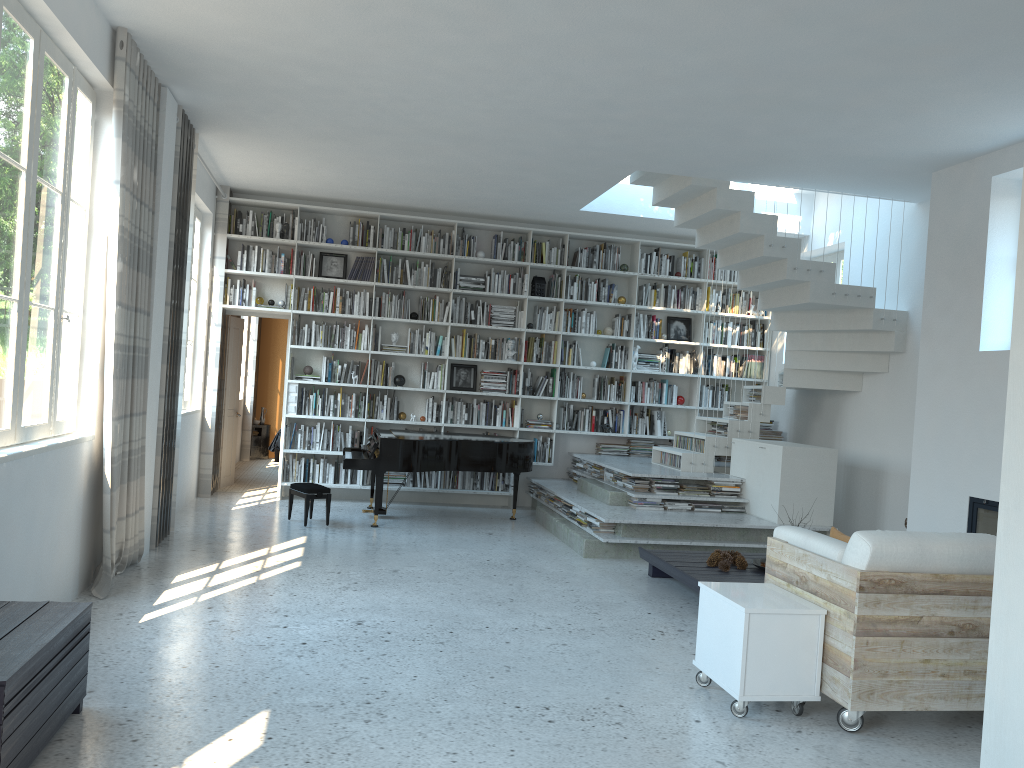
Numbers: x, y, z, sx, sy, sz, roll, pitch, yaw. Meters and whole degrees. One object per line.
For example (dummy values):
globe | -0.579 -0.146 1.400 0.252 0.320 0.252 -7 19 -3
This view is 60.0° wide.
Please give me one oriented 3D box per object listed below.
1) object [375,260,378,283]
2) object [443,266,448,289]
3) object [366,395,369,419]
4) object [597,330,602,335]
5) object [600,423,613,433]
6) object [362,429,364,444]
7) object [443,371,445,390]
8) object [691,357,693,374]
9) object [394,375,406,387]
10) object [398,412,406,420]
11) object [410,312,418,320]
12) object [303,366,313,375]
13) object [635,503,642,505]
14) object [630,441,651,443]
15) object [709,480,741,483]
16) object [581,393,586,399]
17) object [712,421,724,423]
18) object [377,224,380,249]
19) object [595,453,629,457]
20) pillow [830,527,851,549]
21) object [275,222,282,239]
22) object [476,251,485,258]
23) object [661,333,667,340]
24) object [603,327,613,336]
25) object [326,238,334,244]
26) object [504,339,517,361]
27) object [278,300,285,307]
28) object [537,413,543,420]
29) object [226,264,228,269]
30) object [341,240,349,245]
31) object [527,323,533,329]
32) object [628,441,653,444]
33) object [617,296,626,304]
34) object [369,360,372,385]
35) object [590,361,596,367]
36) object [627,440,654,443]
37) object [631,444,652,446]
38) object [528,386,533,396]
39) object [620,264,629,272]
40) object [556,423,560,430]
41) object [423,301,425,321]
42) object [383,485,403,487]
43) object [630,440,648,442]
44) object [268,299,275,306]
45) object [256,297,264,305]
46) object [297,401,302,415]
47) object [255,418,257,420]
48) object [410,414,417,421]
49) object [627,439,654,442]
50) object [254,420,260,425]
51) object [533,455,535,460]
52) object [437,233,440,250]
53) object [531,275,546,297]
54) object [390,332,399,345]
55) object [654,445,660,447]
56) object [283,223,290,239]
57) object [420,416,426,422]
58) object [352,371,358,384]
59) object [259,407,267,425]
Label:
object | -1.490 -1.217 9.708 0.012 0.254 0.161 4 0 -11
object | -0.719 -1.165 9.710 0.075 0.255 0.075 4 1 -32
object | -1.589 0.248 9.722 0.012 0.254 0.161 4 0 -11
object | 0.995 -0.587 10.163 0.068 0.068 0.068 4 0 -33
object | 1.079 0.502 10.061 0.160 0.114 0.064 4 0 -23
object | -1.639 0.601 9.741 0.017 0.290 0.089 4 0 -11
object | -0.769 -0.044 9.889 0.017 0.216 0.103 4 0 -11
object | 2.095 -0.215 10.405 0.022 0.211 0.179 4 0 -11
object | -1.238 -0.035 9.758 0.133 0.135 0.134 4 0 38
object | -1.211 0.355 9.782 0.091 0.092 0.091 4 0 -33
object | -1.078 -0.743 9.753 0.097 0.098 0.097 4 0 38
object | -2.199 -0.145 9.571 0.105 0.106 0.105 4 0 -33
object | 1.211 1.087 8.062 0.204 0.004 0.140 4 0 -8
object | 1.492 0.672 10.324 0.254 0.006 0.161 4 0 -11
object | 1.974 0.895 8.313 0.284 0.030 0.177 4 0 -11
object | 0.812 0.137 10.157 0.071 0.072 0.071 4 0 38
object | 2.231 0.402 9.435 0.161 0.025 0.174 4 0 -7
object | -1.464 -1.599 9.706 0.012 0.285 0.159 4 0 -11
object | 1.152 0.819 10.249 0.346 0.007 0.193 4 0 -16
pillow | 1.594 0.852 4.100 0.200 0.339 0.462 4 0 -17
object | -2.469 -1.611 9.361 0.067 0.198 0.067 4 1 32
object | -0.352 -1.433 9.874 0.105 0.106 0.104 4 0 -33
object | 1.754 -0.547 10.306 0.091 0.092 0.091 4 0 38
object | 1.105 -0.601 10.208 0.111 0.113 0.111 4 0 -33
object | -1.966 -1.532 9.572 0.082 0.083 0.082 4 0 -33
object | -0.011 -0.373 9.866 0.138 0.244 0.137 4 0 45
object | -2.466 -0.862 9.488 0.071 0.072 0.071 4 0 -33
object | 0.315 0.368 9.981 0.071 0.072 0.071 4 0 38
object | -3.030 -1.343 9.393 0.035 0.295 0.176 4 0 -11
object | -1.812 -1.521 9.602 0.082 0.083 0.082 4 0 -33
object | 0.203 -0.648 9.937 0.071 0.072 0.071 4 0 38
object | 1.491 0.678 10.324 0.254 0.006 0.161 4 0 -11
object | 1.255 -0.953 10.146 0.100 0.102 0.100 4 0 -33
object | -1.554 -0.124 9.732 0.012 0.270 0.130 4 0 -11
object | 0.928 -0.225 10.136 0.071 0.072 0.071 4 0 38
object | 1.492 0.667 10.325 0.285 0.005 0.159 4 0 -11
object | 1.486 0.705 10.324 0.254 0.006 0.161 4 0 -11
object | 0.204 0.074 9.893 0.054 0.113 0.079 4 0 -12
object | 1.281 -1.321 10.137 0.104 0.105 0.104 4 0 38
object | 0.513 0.483 10.102 0.071 0.072 0.071 4 0 38
object | -0.984 -0.802 9.821 0.010 0.225 0.142 4 0 -11
object | -1.330 1.115 9.784 0.254 0.007 0.161 4 0 -8
object | 1.493 0.662 10.322 0.254 0.006 0.161 4 0 -10
object | -2.574 -0.868 9.488 0.071 0.072 0.071 4 0 -33
object | -2.678 -0.884 9.418 0.086 0.088 0.087 4 0 38
object | -2.266 0.257 9.446 0.045 0.146 0.045 4 1 28
object | -3.974 0.560 13.606 0.106 0.103 0.106 4 0 -3
object | -1.081 0.363 9.740 0.060 0.095 0.078 4 0 6
object | 1.495 0.656 10.313 0.285 0.005 0.159 4 0 -6
object | -3.892 0.587 13.505 0.118 0.061 0.118 4 0 -3
object | 0.206 0.824 9.956 0.093 0.095 0.094 4 0 38
object | -0.824 -1.536 9.827 0.010 0.247 0.157 4 0 -11
object | 0.297 -1.093 9.974 0.135 0.248 0.135 4 0 -21
object | -1.292 -0.503 9.758 0.095 0.157 0.121 4 0 3
object | 1.851 0.736 10.396 0.328 0.008 0.207 4 0 -11
object | -2.390 -1.606 9.376 0.067 0.198 0.067 4 1 32
object | -0.984 0.385 9.783 0.061 0.062 0.061 4 0 38
object | -1.692 -0.068 9.529 0.082 0.140 0.044 4 0 -27
object | -3.829 0.488 13.616 0.091 0.268 0.091 4 1 35
